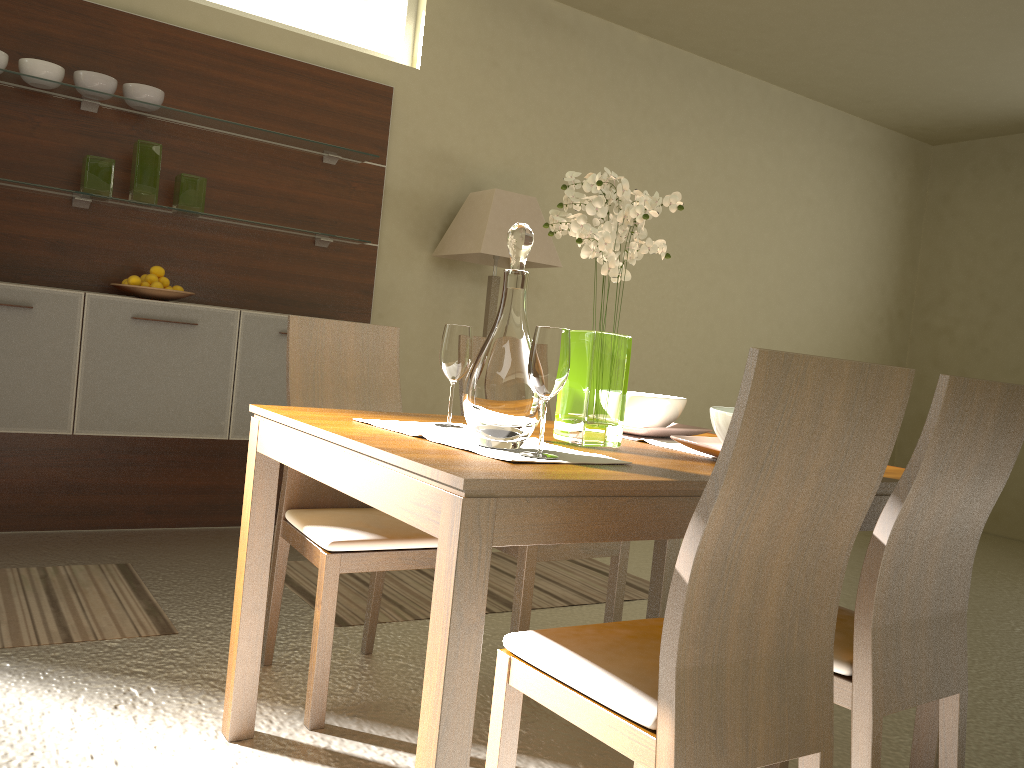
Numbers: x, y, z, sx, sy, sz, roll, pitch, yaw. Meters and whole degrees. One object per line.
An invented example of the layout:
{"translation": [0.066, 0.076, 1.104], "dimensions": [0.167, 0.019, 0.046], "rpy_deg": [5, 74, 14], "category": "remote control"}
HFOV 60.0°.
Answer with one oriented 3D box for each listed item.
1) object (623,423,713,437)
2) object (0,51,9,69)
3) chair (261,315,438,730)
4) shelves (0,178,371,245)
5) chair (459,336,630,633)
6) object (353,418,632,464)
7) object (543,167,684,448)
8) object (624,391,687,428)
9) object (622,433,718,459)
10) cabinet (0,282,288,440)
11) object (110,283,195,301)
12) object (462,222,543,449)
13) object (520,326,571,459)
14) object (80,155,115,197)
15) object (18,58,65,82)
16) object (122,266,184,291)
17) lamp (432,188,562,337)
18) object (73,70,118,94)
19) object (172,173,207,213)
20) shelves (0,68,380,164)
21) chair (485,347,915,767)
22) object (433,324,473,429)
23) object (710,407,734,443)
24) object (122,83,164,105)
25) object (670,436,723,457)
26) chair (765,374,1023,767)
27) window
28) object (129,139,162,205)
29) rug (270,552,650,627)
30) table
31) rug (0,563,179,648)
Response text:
{"translation": [0.341, 0.117, 2.375], "dimensions": [0.283, 0.033, 0.283], "rpy_deg": [4, 3, -40], "category": "object"}
{"translation": [-2.035, -1.246, 3.416], "dimensions": [0.163, 0.077, 0.163], "rpy_deg": [7, 2, 15], "category": "object"}
{"translation": [-0.418, 0.338, 2.484], "dimensions": [0.404, 1.017, 0.507], "rpy_deg": [5, 2, -34], "category": "chair"}
{"translation": [-1.764, -0.773, 3.667], "dimensions": [2.463, 0.008, 0.255], "rpy_deg": [5, 2, -34], "category": "shelves"}
{"translation": [0.064, 0.377, 2.824], "dimensions": [0.404, 1.017, 0.507], "rpy_deg": [4, 3, -36], "category": "chair"}
{"translation": [-0.063, 0.111, 1.814], "dimensions": [0.287, 0.010, 0.589], "rpy_deg": [4, 3, -37], "category": "object"}
{"translation": [0.193, -0.168, 1.978], "dimensions": [0.302, 0.608, 0.304], "rpy_deg": [5, 2, -31], "category": "object"}
{"translation": [0.345, 0.076, 2.374], "dimensions": [0.233, 0.101, 0.233], "rpy_deg": [4, 3, -45], "category": "object"}
{"translation": [0.443, 0.149, 2.242], "dimensions": [0.287, 0.010, 0.589], "rpy_deg": [5, 2, -31], "category": "object"}
{"translation": [-1.802, -0.094, 3.643], "dimensions": [2.463, 0.570, 0.372], "rpy_deg": [5, 2, -34], "category": "cabinet"}
{"translation": [-1.535, -0.382, 3.793], "dimensions": [0.337, 0.053, 0.337], "rpy_deg": [6, 2, -2], "category": "object"}
{"translation": [-0.003, -0.093, 1.684], "dimensions": [0.156, 0.426, 0.156], "rpy_deg": [6, 2, 7], "category": "object"}
{"translation": [0.061, 0.015, 1.592], "dimensions": [0.075, 0.232, 0.075], "rpy_deg": [7, 2, 15], "category": "object"}
{"translation": [-1.713, -0.853, 3.665], "dimensions": [0.112, 0.160, 0.111], "rpy_deg": [5, 2, -34], "category": "object"}
{"translation": [-1.877, -1.234, 3.537], "dimensions": [0.163, 0.077, 0.163], "rpy_deg": [6, 2, 7], "category": "object"}
{"translation": [-1.540, -0.437, 3.777], "dimensions": [0.230, 0.139, 0.259], "rpy_deg": [7, 2, 26], "category": "object"}
{"translation": [-0.140, -0.097, 4.648], "dimensions": [0.499, 1.782, 0.499], "rpy_deg": [5, 2, -34], "category": "lamp"}
{"translation": [-1.708, -1.219, 3.633], "dimensions": [0.163, 0.077, 0.163], "rpy_deg": [7, 2, 15], "category": "object"}
{"translation": [-1.411, -0.829, 3.882], "dimensions": [0.111, 0.160, 0.112], "rpy_deg": [5, 2, -34], "category": "object"}
{"translation": [-1.721, -1.179, 3.652], "dimensions": [2.463, 0.008, 0.255], "rpy_deg": [5, 2, -34], "category": "shelves"}
{"translation": [0.286, 0.447, 1.503], "dimensions": [0.404, 1.017, 0.507], "rpy_deg": [5, 2, -33], "category": "chair"}
{"translation": [-0.133, -0.018, 2.014], "dimensions": [0.075, 0.232, 0.075], "rpy_deg": [7, 2, 15], "category": "object"}
{"translation": [0.541, 0.115, 1.917], "dimensions": [0.233, 0.107, 0.232], "rpy_deg": [5, 2, -23], "category": "object"}
{"translation": [-1.558, -1.208, 3.746], "dimensions": [0.163, 0.077, 0.163], "rpy_deg": [7, 2, 15], "category": "object"}
{"translation": [0.535, 0.155, 1.921], "dimensions": [0.283, 0.041, 0.283], "rpy_deg": [5, 2, -34], "category": "object"}
{"translation": [0.686, 0.477, 1.845], "dimensions": [0.404, 1.017, 0.507], "rpy_deg": [4, 3, -37], "category": "chair"}
{"translation": [-0.556, -0.625, 1.232], "dimensions": [4.466, 3.000, 6.429], "rpy_deg": [5, 3, -36], "category": "window"}
{"translation": [-1.553, -0.891, 3.756], "dimensions": [0.099, 0.259, 0.099], "rpy_deg": [5, 2, -34], "category": "object"}
{"translation": [-0.151, 0.830, 3.765], "dimensions": [1.613, 0.010, 0.843], "rpy_deg": [5, 2, -34], "category": "rug"}
{"translation": [0.198, 0.531, 2.089], "dimensions": [1.411, 0.790, 1.000], "rpy_deg": [5, 2, -34], "category": "table"}
{"translation": [-1.934, 0.681, 2.664], "dimensions": [1.613, 0.007, 0.842], "rpy_deg": [5, 2, -33], "category": "rug"}
